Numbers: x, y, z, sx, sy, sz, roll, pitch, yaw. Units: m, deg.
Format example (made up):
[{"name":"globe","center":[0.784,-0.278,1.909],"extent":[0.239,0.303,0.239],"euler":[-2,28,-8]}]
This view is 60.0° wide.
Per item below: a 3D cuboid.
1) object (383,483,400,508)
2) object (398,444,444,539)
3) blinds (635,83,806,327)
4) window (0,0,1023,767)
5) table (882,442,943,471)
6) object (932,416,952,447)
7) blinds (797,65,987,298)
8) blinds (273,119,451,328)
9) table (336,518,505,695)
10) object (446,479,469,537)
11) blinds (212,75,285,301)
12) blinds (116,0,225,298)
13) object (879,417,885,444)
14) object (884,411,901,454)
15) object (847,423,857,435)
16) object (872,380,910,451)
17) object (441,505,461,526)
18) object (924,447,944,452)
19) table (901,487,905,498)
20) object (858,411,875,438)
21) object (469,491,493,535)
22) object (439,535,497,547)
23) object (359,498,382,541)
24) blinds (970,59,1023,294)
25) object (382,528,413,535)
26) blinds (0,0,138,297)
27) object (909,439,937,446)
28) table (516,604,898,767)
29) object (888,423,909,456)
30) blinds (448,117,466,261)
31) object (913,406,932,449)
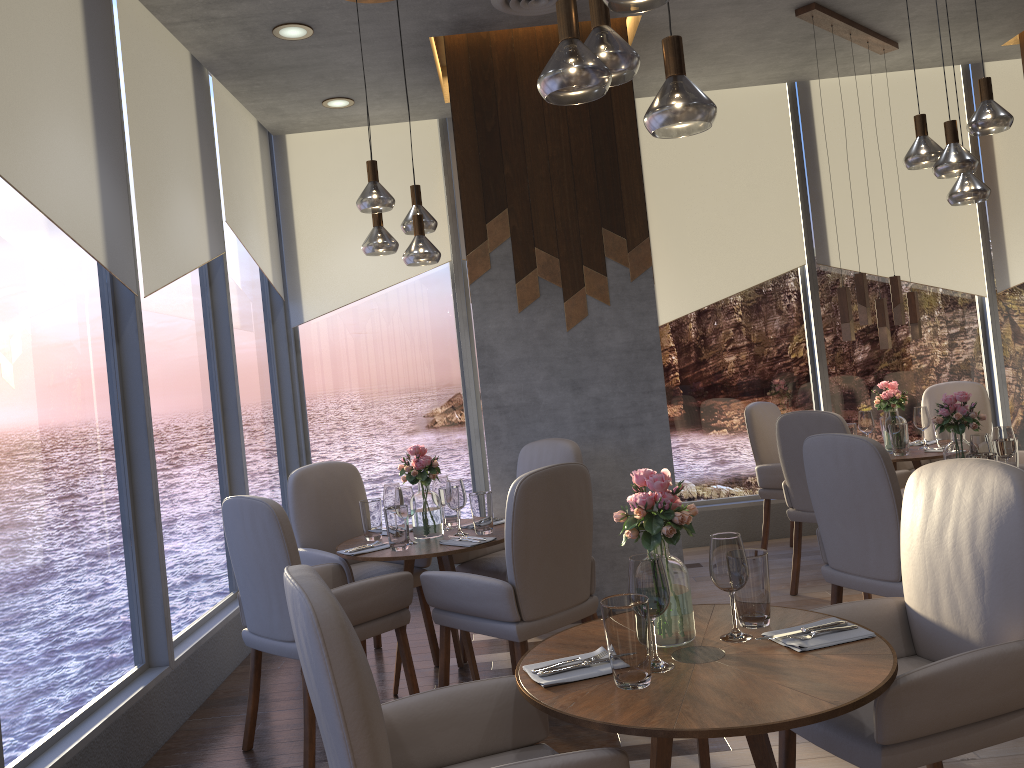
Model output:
[{"name":"object","center":[-0.531,0.572,4.005],"extent":[0.092,0.244,0.092],"euler":[-6,-1,2]},{"name":"object","center":[-0.402,0.474,3.951],"extent":[0.197,0.416,0.210],"euler":[-7,-1,37]},{"name":"blinds","center":[1.402,-1.762,6.302],"extent":[1.173,2.683,0.007],"euler":[-6,-1,0]},{"name":"window","center":[1.162,-0.667,3.513],"extent":[8.045,3.201,16.145],"euler":[-6,0,45]},{"name":"table","center":[2.315,0.721,5.237],"extent":[0.833,0.662,0.834],"euler":[-6,0,20]},{"name":"object","center":[2.518,0.278,5.177],"extent":[0.102,0.178,0.102],"euler":[-6,-1,3]},{"name":"blinds","center":[2.643,-1.884,6.306],"extent":[1.173,2.683,0.007],"euler":[-6,-1,0]},{"name":"blinds","center":[-1.113,-1.786,6.302],"extent":[1.173,2.683,0.007],"euler":[-6,-1,0]},{"name":"table","center":[-0.329,1.008,3.946],"extent":[0.834,0.662,0.833],"euler":[-6,0,-14]},{"name":"object","center":[-0.241,0.543,3.896],"extent":[0.092,0.244,0.092],"euler":[-6,-1,-19]},{"name":"blinds","center":[-1.742,-1.911,5.691],"extent":[0.007,2.683,1.172],"euler":[-6,-1,0]},{"name":"blinds","center":[-1.722,-1.709,4.438],"extent":[0.007,2.683,1.172],"euler":[-6,-1,0]},{"name":"object","center":[2.349,0.292,5.512],"extent":[0.102,0.178,0.102],"euler":[-6,-1,6]},{"name":"object","center":[2.200,0.278,5.117],"extent":[0.092,0.244,0.092],"euler":[-5,-1,-26]},{"name":"object","center":[2.022,0.328,5.316],"extent":[0.102,0.178,0.102],"euler":[-7,-1,39]},{"name":"object","center":[2.266,0.184,5.279],"extent":[0.210,0.416,0.198],"euler":[-6,-1,12]},{"name":"object","center":[-0.291,0.579,4.196],"extent":[0.102,0.178,0.102],"euler":[-6,-1,26]},{"name":"object","center":[2.446,0.367,5.029],"extent":[0.158,0.019,0.254],"euler":[-6,1,-43]},{"name":"table","center":[2.046,0.764,3.617],"extent":[0.835,0.662,0.832],"euler":[-6,0,-26]},{"name":"object","center":[2.126,0.284,5.307],"extent":[0.092,0.244,0.092],"euler":[-5,-1,-22]},{"name":"object","center":[-0.130,0.565,3.878],"extent":[0.102,0.178,0.102],"euler":[-5,-1,-28]},{"name":"object","center":[-0.201,0.654,3.730],"extent":[0.157,0.019,0.254],"euler":[-6,1,-44]},{"name":"object","center":[-0.636,0.616,4.019],"extent":[0.102,0.178,0.102],"euler":[-6,-1,11]},{"name":"blinds","center":[3.882,-2.031,6.309],"extent":[1.173,2.683,0.007],"euler":[-6,-1,0]},{"name":"object","center":[-0.551,0.686,4.166],"extent":[0.254,0.019,0.157],"euler":[-5,1,45]},{"name":"blinds","center":[-1.722,-1.698,3.191],"extent":[0.007,2.683,1.172],"euler":[-6,-1,0]},{"name":"object","center":[2.496,0.358,5.420],"extent":[0.255,0.019,0.157],"euler":[-6,1,-40]},{"name":"table","center":[0.457,0.943,2.004],"extent":[0.835,0.662,0.832],"euler":[-6,0,-40]},{"name":"object","center":[2.189,0.314,5.007],"extent":[0.102,0.178,0.102],"euler":[-6,-1,-20]},{"name":"blinds","center":[0.130,-1.915,6.306],"extent":[1.173,2.683,0.007],"euler":[-6,-1,0]},{"name":"object","center":[2.408,0.256,5.196],"extent":[0.092,0.244,0.092],"euler":[-5,-1,-41]}]
